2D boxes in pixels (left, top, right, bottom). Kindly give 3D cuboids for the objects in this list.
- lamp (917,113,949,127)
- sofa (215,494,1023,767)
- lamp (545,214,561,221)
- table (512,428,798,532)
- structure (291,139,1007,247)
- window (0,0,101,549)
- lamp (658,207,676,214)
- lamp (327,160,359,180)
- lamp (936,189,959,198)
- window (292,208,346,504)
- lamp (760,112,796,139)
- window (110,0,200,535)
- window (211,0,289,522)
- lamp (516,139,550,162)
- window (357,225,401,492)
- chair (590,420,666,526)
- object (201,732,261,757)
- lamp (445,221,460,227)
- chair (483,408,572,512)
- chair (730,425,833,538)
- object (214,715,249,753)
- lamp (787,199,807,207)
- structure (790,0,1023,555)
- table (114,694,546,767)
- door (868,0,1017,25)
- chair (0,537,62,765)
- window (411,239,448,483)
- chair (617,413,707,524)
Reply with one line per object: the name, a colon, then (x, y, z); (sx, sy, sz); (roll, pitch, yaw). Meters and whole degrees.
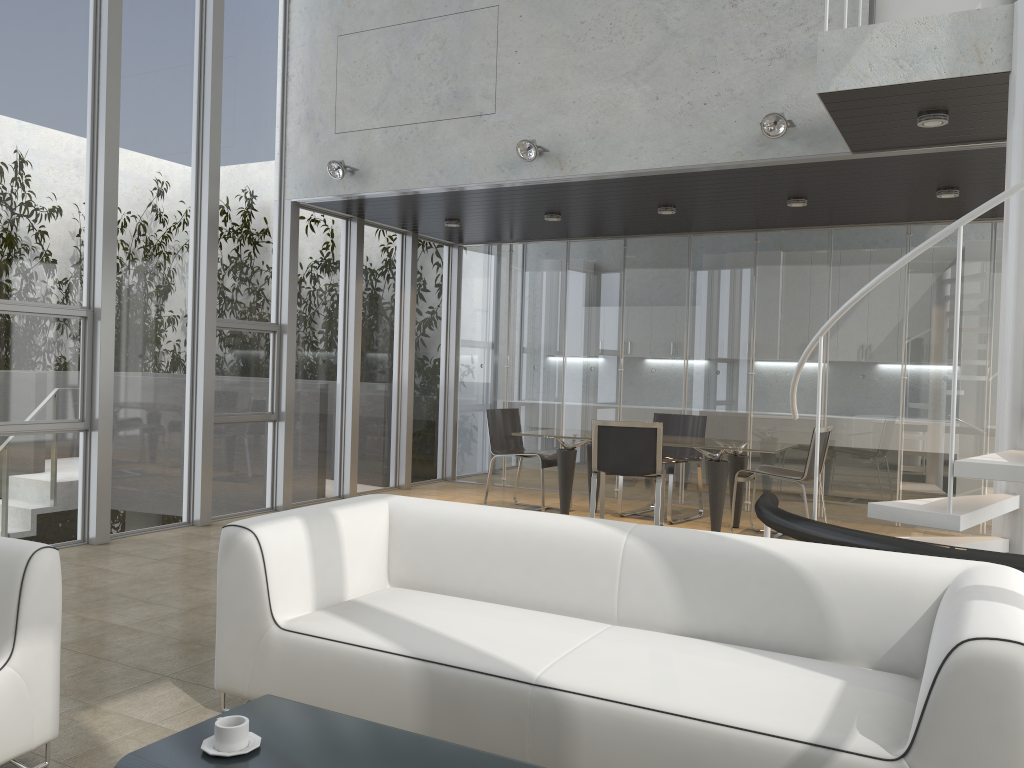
lamp: (2.234, -1.400, 4.708); (0.149, 0.038, 0.149); (3, 1, 43)
sofa: (0.281, 0.847, 3.031); (2.601, 0.638, 0.971); (2, 1, 28)
lamp: (0.369, -1.507, 8.028); (0.149, 0.038, 0.149); (3, 1, 43)
table: (1.190, 0.830, 7.588); (2.250, 0.733, 0.900); (2, 1, 28)
structure: (-1.372, -2.139, 4.581); (9.817, 6.605, 10.665); (2, 1, 27)
window: (-3.043, -1.749, 5.721); (0.050, 5.700, 0.800); (2, 1, 28)
lamp: (1.313, -1.470, 7.523); (0.149, 0.038, 0.149); (3, 1, 43)
lamp: (-1.391, -1.731, 7.203); (0.197, 0.154, 0.228); (2, 1, 28)
lamp: (3.200, -1.397, 6.512); (0.149, 0.038, 0.149); (3, 1, 43)
window: (-1.808, -0.247, 8.166); (0.010, 2.645, 0.741); (2, 1, 28)
lamp: (1.666, -1.614, 5.581); (0.197, 0.154, 0.254); (2, 1, 28)
window: (-2.625, -1.748, 6.533); (0.010, 5.650, 0.741); (2, 1, 28)
window: (-2.180, -1.747, 7.331); (0.050, 5.700, 0.800); (2, 1, 28)
lamp: (0.141, -1.672, 6.398); (0.197, 0.154, 0.254); (2, 1, 28)
window: (-1.376, -0.246, 8.972); (0.010, 2.645, 0.741); (2, 1, 28)
chair: (0.934, 0.743, 7.069); (0.546, 0.922, 0.660); (2, 1, 13)
object: (-0.648, 0.834, 2.049); (0.136, 0.014, 0.130); (3, 1, 43)
lamp: (-0.574, -1.543, 8.534); (0.149, 0.038, 0.149); (3, 1, 43)
chair: (0.148, 0.703, 8.138); (0.660, 0.922, 0.546); (2, 1, 33)
chair: (2.157, 0.780, 7.056); (0.660, 0.922, 0.546); (2, 1, 33)
object: (-0.649, 0.808, 2.055); (0.075, 0.057, 0.090); (2, 1, -13)
lamp: (2.257, -1.434, 7.017); (0.149, 0.038, 0.149); (3, 1, 43)
structure: (1.096, 0.770, 6.307); (6.700, 6.900, 4.916); (2, 1, 28)
table: (-0.147, 1.054, 1.863); (1.420, 0.390, 0.532); (2, 1, 28)
door: (2.584, -2.771, 5.297); (0.800, 2.100, 0.100); (2, 1, 28)
chair: (-1.866, 0.790, 2.508); (0.720, 0.635, 0.829); (2, 1, 18)
window: (-0.945, -0.245, 9.777); (0.010, 2.645, 0.741); (2, 1, 28)
chair: (1.365, 0.742, 8.015); (0.546, 0.922, 0.660); (2, 1, 38)
